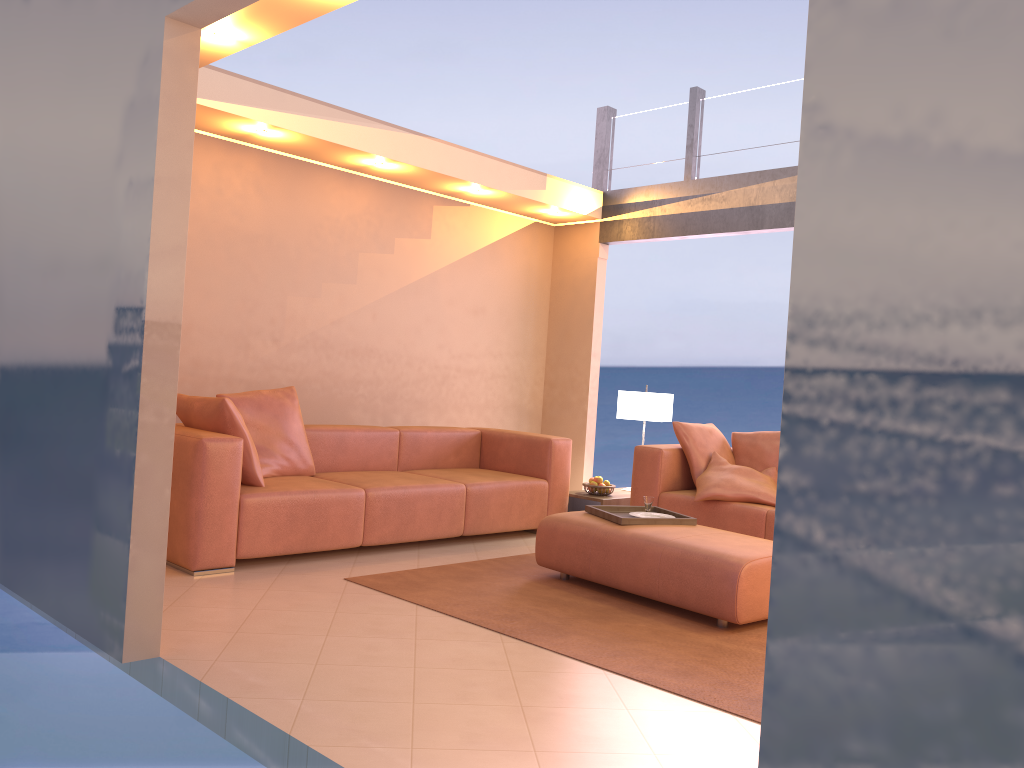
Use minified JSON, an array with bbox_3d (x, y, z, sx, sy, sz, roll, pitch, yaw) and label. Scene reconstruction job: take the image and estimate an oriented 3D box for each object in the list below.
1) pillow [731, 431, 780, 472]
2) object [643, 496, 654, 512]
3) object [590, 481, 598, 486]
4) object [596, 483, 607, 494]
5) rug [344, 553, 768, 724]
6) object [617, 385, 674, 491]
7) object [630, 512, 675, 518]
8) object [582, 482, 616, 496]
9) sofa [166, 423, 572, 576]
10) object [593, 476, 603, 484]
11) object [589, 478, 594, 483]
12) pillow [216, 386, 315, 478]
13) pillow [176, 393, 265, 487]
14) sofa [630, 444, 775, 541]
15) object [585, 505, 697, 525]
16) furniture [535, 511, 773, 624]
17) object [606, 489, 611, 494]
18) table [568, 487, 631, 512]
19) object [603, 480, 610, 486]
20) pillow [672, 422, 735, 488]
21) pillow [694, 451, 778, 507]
[{"bbox_3d":[1.663,0.508,5.859,0.492,0.446,0.255,4,0,28],"label":"pillow"},{"bbox_3d":[0.741,0.660,4.826,0.061,0.091,0.061,4,0,29],"label":"object"},{"bbox_3d":[0.575,0.707,6.228,0.055,0.047,0.045,4,0,21],"label":"object"},{"bbox_3d":[0.630,0.734,6.227,0.072,0.076,0.074,4,0,-36],"label":"object"},{"bbox_3d":[0.753,1.058,4.079,2.626,0.005,1.833,4,0,44],"label":"rug"},{"bbox_3d":[0.993,0.406,6.704,0.344,0.799,0.344,4,0,23],"label":"object"},{"bbox_3d":[0.731,0.696,4.632,0.240,0.018,0.240,4,0,8],"label":"object"},{"bbox_3d":[0.615,0.746,6.281,0.235,0.071,0.235,4,0,36],"label":"object"},{"bbox_3d":[-0.868,0.616,5.483,0.943,0.672,2.781,4,0,44],"label":"sofa"},{"bbox_3d":[0.607,0.683,6.264,0.069,0.061,0.068,4,0,6],"label":"object"},{"bbox_3d":[0.571,0.688,6.303,0.047,0.046,0.054,4,0,31],"label":"object"},{"bbox_3d":[-1.410,0.271,5.110,0.302,0.528,0.582,4,0,28],"label":"pillow"},{"bbox_3d":[-1.546,0.304,4.703,0.554,0.486,0.335,4,0,41],"label":"pillow"},{"bbox_3d":[2.068,0.811,5.228,2.781,0.672,0.943,4,0,44],"label":"sofa"},{"bbox_3d":[0.670,0.688,4.659,0.436,0.034,0.421,4,0,-21],"label":"object"},{"bbox_3d":[0.788,0.862,4.434,0.685,0.301,1.291,4,0,-41],"label":"furniture"},{"bbox_3d":[0.676,0.753,6.263,0.046,0.046,0.055,4,0,22],"label":"object"},{"bbox_3d":[0.781,0.927,6.469,0.412,0.268,0.918,4,0,44],"label":"table"},{"bbox_3d":[0.668,0.705,6.259,0.051,0.053,0.045,4,0,-22],"label":"object"},{"bbox_3d":[1.319,0.491,5.933,0.314,0.455,0.519,4,0,41],"label":"pillow"},{"bbox_3d":[1.418,0.591,5.550,0.517,0.292,0.514,4,0,13],"label":"pillow"}]
